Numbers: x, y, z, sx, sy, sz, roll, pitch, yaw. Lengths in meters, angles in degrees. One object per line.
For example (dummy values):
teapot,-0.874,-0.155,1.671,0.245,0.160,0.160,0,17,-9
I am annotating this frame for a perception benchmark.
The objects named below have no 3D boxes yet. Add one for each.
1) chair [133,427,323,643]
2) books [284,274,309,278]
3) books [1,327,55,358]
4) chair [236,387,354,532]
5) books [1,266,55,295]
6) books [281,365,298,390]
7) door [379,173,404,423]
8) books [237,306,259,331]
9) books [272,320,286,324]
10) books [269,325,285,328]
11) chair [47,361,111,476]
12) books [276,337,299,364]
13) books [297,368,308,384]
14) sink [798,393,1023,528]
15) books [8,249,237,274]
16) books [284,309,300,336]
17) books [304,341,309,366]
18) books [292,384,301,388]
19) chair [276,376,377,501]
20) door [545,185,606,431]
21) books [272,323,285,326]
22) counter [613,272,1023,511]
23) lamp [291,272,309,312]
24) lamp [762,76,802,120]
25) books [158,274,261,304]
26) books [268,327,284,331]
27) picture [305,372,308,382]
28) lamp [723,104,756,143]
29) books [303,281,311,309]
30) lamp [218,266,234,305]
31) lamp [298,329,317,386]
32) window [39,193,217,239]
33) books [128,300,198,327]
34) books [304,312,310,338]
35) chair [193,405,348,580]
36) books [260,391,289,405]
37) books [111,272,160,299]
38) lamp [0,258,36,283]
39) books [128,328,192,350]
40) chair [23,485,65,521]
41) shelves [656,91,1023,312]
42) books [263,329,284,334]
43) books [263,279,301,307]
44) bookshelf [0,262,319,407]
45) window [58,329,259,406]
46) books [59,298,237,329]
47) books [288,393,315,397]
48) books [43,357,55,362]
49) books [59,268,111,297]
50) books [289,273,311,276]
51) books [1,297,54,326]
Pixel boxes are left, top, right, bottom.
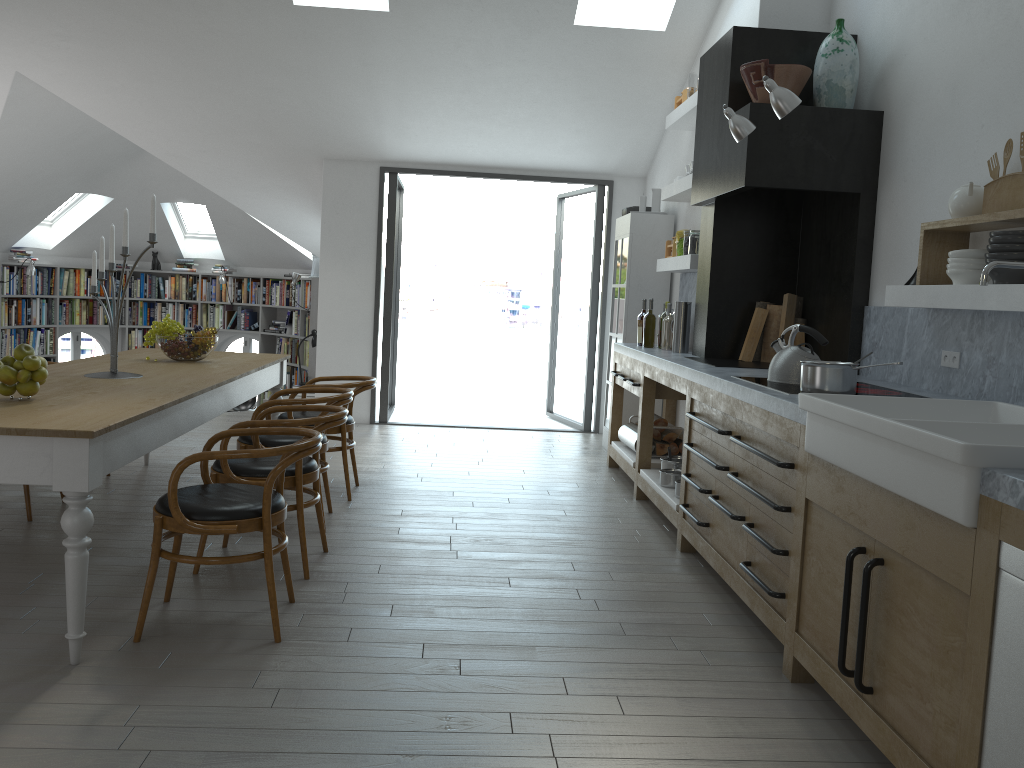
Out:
chair,-1.048,0.545,3.368,0.621,0.733,0.528,2,5,-7
books,-2.865,-1.456,12.009,0.316,0.036,0.337,-2,8,-41
books,-6.143,-0.525,11.056,0.261,0.358,1.022,4,6,13
chair,-1.186,0.389,4.810,0.621,0.733,0.528,2,5,-7
books,-6.131,-1.288,11.015,0.300,0.360,1.035,4,6,12
books,-3.092,-0.099,12.161,0.873,0.350,0.272,7,6,38
door,-1.198,-0.856,8.860,0.080,2.341,1.054,3,4,-4
books,-3.621,-0.915,12.421,0.399,0.340,0.224,4,5,16
books,-3.164,-0.855,12.263,0.269,0.031,0.286,0,6,-24
books,-3.168,-0.792,12.268,0.269,0.031,0.286,-3,8,-43
chair,-2.875,0.234,5.476,0.621,0.733,0.528,3,5,0
books,-3.013,-0.469,12.071,0.975,0.351,0.252,7,7,38
books,-2.529,0.011,11.396,0.304,0.358,1.187,1,6,-23
sink,1.362,0.199,2.556,0.727,0.201,1.023,3,6,-4
books,-5.201,-1.642,11.961,2.814,0.173,0.749,-1,7,-33
books,-2.825,-0.829,11.941,0.554,0.350,0.256,8,7,42
books,-2.472,-0.360,11.309,0.275,0.347,1.023,1,6,-19
books,-2.382,0.032,10.336,0.269,0.031,0.286,4,6,6
chair,-1.171,0.315,5.535,0.621,0.733,0.528,3,5,-4
door,0.621,-0.772,8.954,0.080,2.341,1.054,2,5,-19
books,-3.166,-0.823,12.265,0.213,0.036,0.227,-3,8,-43
counter,1.480,-0.197,3.593,0.961,0.618,6.592,3,6,-4
lamp,-2.642,-1.144,11.172,0.275,0.524,0.112,2,4,-13
lamp,1.132,-1.200,3.717,0.169,0.176,0.112,2,5,-11
books,-4.176,-1.341,12.464,1.566,0.366,0.394,3,5,2
books,-3.169,-0.761,12.270,0.286,0.031,0.269,6,7,31
picture,-2.604,0.301,11.051,0.090,0.861,0.580,2,5,-14
lamp,1.100,-1.257,4.293,0.164,0.178,0.116,4,5,15
books,-2.444,-1.127,11.268,0.292,0.361,1.016,1,6,-21
lamp,-3.941,-1.338,12.209,0.113,0.565,0.358,3,5,3
lamp,-2.329,-0.307,10.307,0.323,0.659,0.234,4,4,12
window,-4.263,-2.305,11.598,4.054,0.712,1.937,3,6,-4
books,-4.874,-0.986,12.470,1.028,0.358,0.301,1,5,-18
books,-2.461,-0.743,11.285,0.279,0.357,1.055,1,6,-18
chair,-1.082,0.469,4.089,0.621,0.733,0.528,3,5,-1
books,-2.931,0.296,11.966,0.360,0.310,1.500,-2,7,-42
books,-5.233,-1.364,12.271,0.682,0.345,0.265,0,6,-27
lamp,-5.895,-1.354,10.569,0.414,0.311,0.117,2,4,-7
books,-4.881,-0.604,12.458,0.997,0.351,0.298,1,5,-20
chair,-2.790,0.313,4.755,0.621,0.733,0.528,3,5,-4
shelves,1.712,-1.039,4.055,0.480,1.358,5.565,2,6,-9
books,-3.171,-0.729,12.272,0.388,0.042,0.366,7,7,36
books,-3.018,-1.242,12.068,0.971,0.367,0.306,8,7,39
bookshelf,-4.354,-0.544,11.725,4.332,1.876,2.114,3,5,-4
window,-4.940,-0.237,12.572,3.230,1.148,0.618,1,5,-18
books,-5.006,-0.962,12.230,2.528,0.370,0.592,0,6,-23
books,-2.386,0.101,10.341,0.365,0.042,0.389,3,6,-4
books,-6.219,0.049,10.838,0.391,0.694,1.644,3,6,6
books,-5.748,-1.356,11.824,0.269,0.372,0.793,7,7,40
books,-2.864,-1.484,12.007,0.233,0.027,0.248,-1,7,-31
books,-6.160,-0.905,11.063,0.303,0.347,1.090,4,6,12
